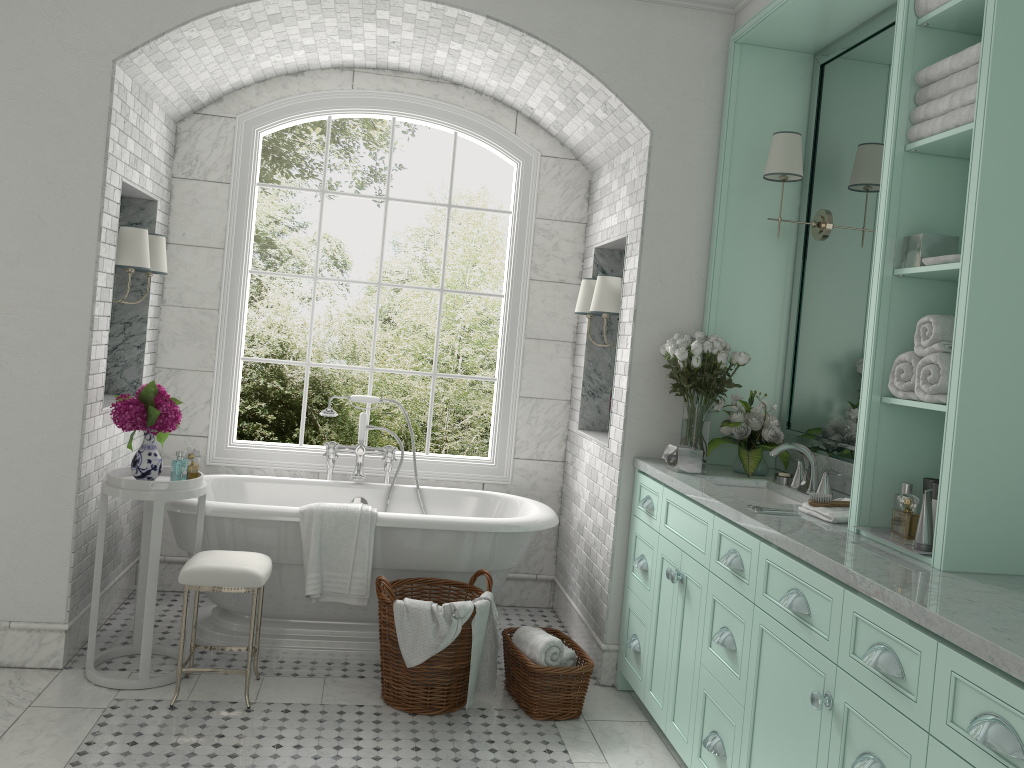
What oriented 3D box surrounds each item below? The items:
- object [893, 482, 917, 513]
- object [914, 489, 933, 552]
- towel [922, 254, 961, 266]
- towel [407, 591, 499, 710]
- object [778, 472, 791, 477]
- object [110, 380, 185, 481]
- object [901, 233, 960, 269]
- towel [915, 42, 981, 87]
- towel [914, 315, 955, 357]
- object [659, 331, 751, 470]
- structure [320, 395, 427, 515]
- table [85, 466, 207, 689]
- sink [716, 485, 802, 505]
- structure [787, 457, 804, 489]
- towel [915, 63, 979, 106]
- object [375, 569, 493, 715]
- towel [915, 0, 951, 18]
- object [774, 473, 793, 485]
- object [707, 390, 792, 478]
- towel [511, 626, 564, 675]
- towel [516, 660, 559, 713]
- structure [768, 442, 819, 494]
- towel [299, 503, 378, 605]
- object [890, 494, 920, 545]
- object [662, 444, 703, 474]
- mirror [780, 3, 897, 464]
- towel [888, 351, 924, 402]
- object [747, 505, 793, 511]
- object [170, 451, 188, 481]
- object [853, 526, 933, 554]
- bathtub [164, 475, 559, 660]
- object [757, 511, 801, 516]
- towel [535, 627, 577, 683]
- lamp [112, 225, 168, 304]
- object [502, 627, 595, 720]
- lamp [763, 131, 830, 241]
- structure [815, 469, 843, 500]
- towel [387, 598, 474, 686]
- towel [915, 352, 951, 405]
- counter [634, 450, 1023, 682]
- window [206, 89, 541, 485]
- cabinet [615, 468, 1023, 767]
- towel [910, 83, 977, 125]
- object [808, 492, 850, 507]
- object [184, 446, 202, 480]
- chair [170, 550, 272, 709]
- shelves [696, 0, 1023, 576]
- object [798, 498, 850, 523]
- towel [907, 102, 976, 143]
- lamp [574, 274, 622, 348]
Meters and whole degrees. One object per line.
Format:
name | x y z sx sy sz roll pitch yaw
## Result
object | 1.241 0.398 2.799 0.035 0.170 0.093 5 1 -9
object | 1.224 0.401 2.621 0.050 0.179 0.050 5 1 -7
towel | 1.430 -0.362 2.630 0.316 0.056 0.239 5 3 -12
towel | -0.324 1.172 4.025 0.461 0.469 0.382 6 2 30
object | 1.205 0.402 3.920 0.051 0.022 0.077 6 3 12
object | -1.678 0.211 4.068 0.332 0.471 0.296 5 1 -7
object | 1.325 -0.414 2.811 0.122 0.105 0.118 5 2 -3
towel | 1.571 -0.957 2.714 0.494 0.062 0.401 5 3 -9
towel | 1.402 -0.136 2.721 0.298 0.142 0.169 5 2 -9
object | 0.881 0.077 4.186 0.391 0.653 0.356 5 1 3
structure | -0.785 0.725 5.107 0.779 1.285 0.340 5 1 2
table | -1.670 0.860 4.064 0.450 0.906 0.449 6 2 43
sink | 1.021 0.508 3.675 0.346 0.079 0.603 5 3 -9
structure | 1.224 0.385 3.852 0.083 0.121 0.157 5 2 -25
towel | 1.576 -0.897 2.718 0.494 0.068 0.401 5 3 -9
object | -0.374 1.150 4.053 0.519 0.570 0.519 6 2 23
towel | 1.572 -1.196 2.716 0.494 0.106 0.399 5 3 -9
object | 1.208 0.422 3.939 0.080 0.035 0.134 6 3 9
object | 1.136 0.226 4.161 0.394 0.402 0.453 5 2 -7
towel | 0.115 1.229 4.062 0.149 0.211 0.322 4 2 -26
towel | 0.118 1.379 4.078 0.153 0.163 0.312 5 3 -19
structure | 1.182 0.347 3.686 0.234 0.205 0.103 4 1 -20
towel | -0.860 0.811 4.334 0.374 0.463 0.454 5 2 -7
object | 1.210 0.411 2.717 0.063 0.147 0.093 5 1 -4
object | 0.770 0.338 4.035 0.146 0.113 0.136 5 2 -13
mirror | 1.525 -0.626 3.701 0.015 1.932 1.438 5 1 -9
towel | 1.366 -0.018 2.797 0.311 0.163 0.153 5 2 -9
object | 0.934 0.450 3.208 0.175 0.007 0.075 4 3 -17
object | -1.517 0.386 4.041 0.059 0.154 0.085 5 1 11
object | 1.340 0.493 2.735 0.438 0.008 0.350 5 3 -9
bathtub | -0.849 0.975 4.739 2.164 0.757 0.943 5 2 -9
object | 0.942 0.455 3.110 0.167 0.005 0.020 5 3 -4
towel | 0.185 1.277 4.183 0.164 0.186 0.313 4 3 -39
lamp | -1.972 -0.603 4.550 0.308 0.383 0.548 5 2 -9
object | 0.150 1.348 4.137 0.345 0.261 0.551 4 3 -18
lamp | 1.330 -0.922 4.168 0.308 0.487 0.183 5 1 -10
structure | 1.288 0.406 3.569 0.083 0.121 0.157 5 2 -25
towel | -0.361 1.149 3.959 0.399 0.438 0.484 5 2 -8
towel | 1.384 -0.009 2.660 0.304 0.159 0.160 5 2 -9
counter | 1.221 0.442 3.045 0.823 0.181 2.812 5 3 -9
window | -0.810 -0.608 5.412 1.830 2.322 0.118 5 1 -9
cabinet | 1.144 1.073 3.048 0.862 1.097 2.802 5 3 -9
towel | 1.558 -0.836 2.717 0.493 0.068 0.401 5 3 -9
object | 1.190 0.426 3.209 0.228 0.044 0.068 5 2 0
object | -1.492 0.376 4.140 0.085 0.168 0.097 5 1 12
chair | -1.274 1.059 3.901 0.371 0.602 0.367 5 1 -9
shelves | 1.422 -0.559 3.045 0.464 2.122 2.813 5 2 -9
object | 1.174 0.454 3.192 0.239 0.056 0.317 5 3 -12
towel | 1.547 -0.776 2.715 0.493 0.068 0.401 5 3 -9
lamp | 0.539 -0.396 4.932 0.308 0.383 0.548 5 2 -9
